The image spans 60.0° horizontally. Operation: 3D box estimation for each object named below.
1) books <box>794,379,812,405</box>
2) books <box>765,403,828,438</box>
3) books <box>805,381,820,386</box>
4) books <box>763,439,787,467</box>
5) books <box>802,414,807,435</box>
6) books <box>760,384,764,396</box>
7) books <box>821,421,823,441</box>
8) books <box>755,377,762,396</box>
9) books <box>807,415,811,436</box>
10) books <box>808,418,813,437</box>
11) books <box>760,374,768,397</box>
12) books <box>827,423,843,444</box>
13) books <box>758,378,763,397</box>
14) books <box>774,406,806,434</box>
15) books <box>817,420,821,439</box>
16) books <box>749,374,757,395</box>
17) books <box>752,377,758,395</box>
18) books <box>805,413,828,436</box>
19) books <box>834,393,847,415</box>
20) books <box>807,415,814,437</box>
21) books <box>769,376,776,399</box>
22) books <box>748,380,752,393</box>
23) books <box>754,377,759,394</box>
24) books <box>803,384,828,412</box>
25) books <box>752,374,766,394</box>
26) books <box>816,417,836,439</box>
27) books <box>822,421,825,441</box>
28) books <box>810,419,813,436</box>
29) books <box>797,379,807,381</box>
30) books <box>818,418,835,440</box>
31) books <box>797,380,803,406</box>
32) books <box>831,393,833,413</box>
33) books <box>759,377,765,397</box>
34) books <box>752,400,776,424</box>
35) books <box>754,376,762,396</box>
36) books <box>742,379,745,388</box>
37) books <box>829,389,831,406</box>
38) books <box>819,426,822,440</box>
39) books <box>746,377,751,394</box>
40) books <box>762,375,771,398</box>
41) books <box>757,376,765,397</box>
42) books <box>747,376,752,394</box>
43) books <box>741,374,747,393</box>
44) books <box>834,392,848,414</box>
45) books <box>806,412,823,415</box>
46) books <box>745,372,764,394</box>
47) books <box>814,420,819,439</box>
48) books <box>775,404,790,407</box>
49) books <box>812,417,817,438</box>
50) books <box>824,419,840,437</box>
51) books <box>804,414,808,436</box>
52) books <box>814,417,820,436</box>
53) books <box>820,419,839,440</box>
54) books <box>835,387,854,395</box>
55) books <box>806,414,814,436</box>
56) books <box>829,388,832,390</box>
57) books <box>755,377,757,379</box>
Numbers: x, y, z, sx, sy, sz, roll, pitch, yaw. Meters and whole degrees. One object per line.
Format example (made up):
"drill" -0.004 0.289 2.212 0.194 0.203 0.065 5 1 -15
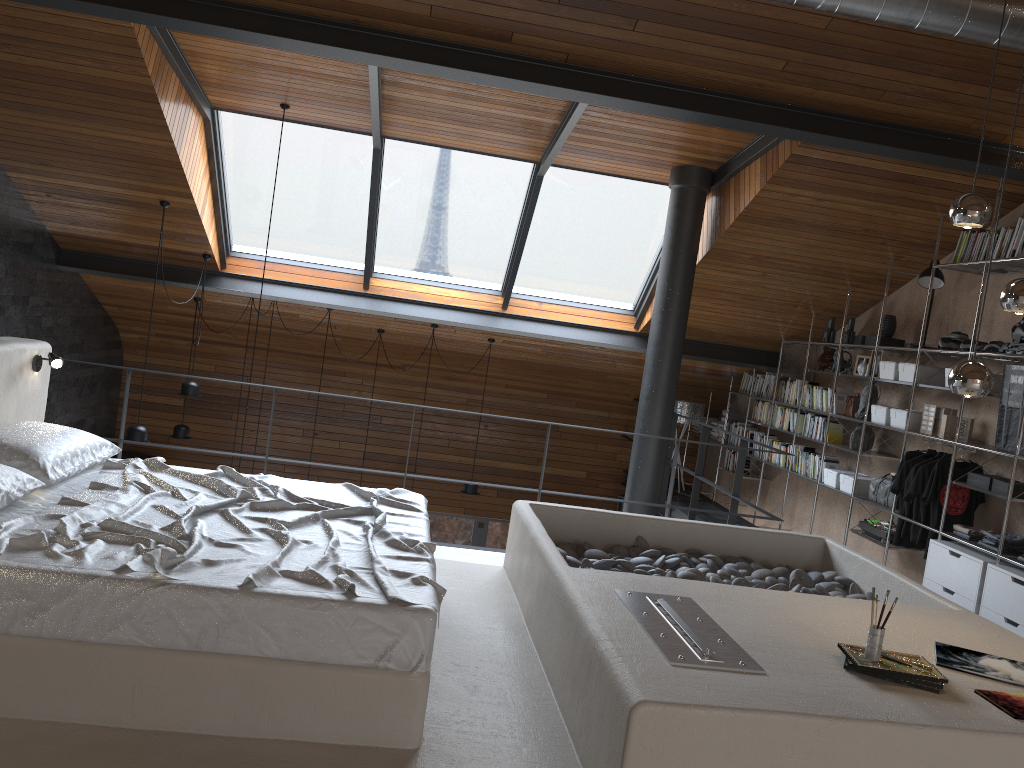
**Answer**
"books" 2.643 0.084 8.052 0.148 0.233 0.053 8 3 -7
"books" 2.611 0.331 8.206 0.138 0.212 1.041 8 3 -7
"books" 2.684 0.095 7.973 0.148 0.233 0.053 8 3 -7
"books" 2.526 0.650 8.372 0.139 0.211 0.467 8 3 -8
"books" 2.658 0.369 7.862 0.148 0.190 0.013 8 3 -7
"books" 2.564 0.035 8.862 0.117 0.218 0.073 8 3 -7
"books" 2.687 0.406 7.519 0.130 0.167 0.046 8 3 -7
"books" 2.548 0.032 8.974 0.131 0.202 0.068 8 3 -7
"books" 2.677 0.375 7.800 0.148 0.190 0.013 8 3 -7
"books" 2.664 0.388 7.744 0.130 0.169 0.010 8 3 -7
"books" 2.562 0.026 8.792 0.148 0.229 0.073 8 3 -7
"books" 2.706 0.415 7.433 0.129 0.165 0.056 8 3 -7
"books" 2.556 0.042 8.919 0.126 0.194 0.064 8 3 -7
"books" 2.593 0.335 8.182 0.139 0.208 0.494 8 3 -8
"books" 2.700 0.402 7.597 0.148 0.167 0.014 8 3 -8
"books" 2.542 0.016 9.110 0.161 0.220 0.074 8 3 -7
"books" 2.524 0.030 9.023 0.111 0.194 0.059 8 3 -7
"books" 2.693 0.367 7.825 0.191 0.207 0.012 8 3 -7
"books" 2.727 0.168 7.351 0.112 0.169 0.068 8 3 -7
"books" 2.680 0.378 7.771 0.160 0.187 0.021 8 3 -7
"books" 2.600 0.044 8.648 0.148 0.234 0.033 8 3 -7
"books" 2.520 0.021 9.159 0.127 0.197 0.063 8 3 -7
"books" 2.542 0.034 9.004 0.138 0.189 0.065 8 3 -7
"books" 2.684 0.126 7.703 0.139 0.206 0.497 8 3 -8
"books" 2.531 0.016 9.033 0.122 0.227 0.076 8 3 -7
"books" 2.699 0.386 7.613 0.146 0.195 0.023 8 3 -7
"books" 2.696 0.408 7.506 0.148 0.167 0.053 8 3 -7
"books" 2.678 0.389 7.732 0.146 0.171 0.018 8 3 -7
"books" 2.657 0.083 8.084 0.143 0.236 0.062 8 3 -8
"books" 2.698 0.391 7.582 0.148 0.190 0.013 8 3 -7
"books" 2.650 0.088 8.004 0.148 0.233 0.053 8 3 -7
"books" 2.725 0.167 7.410 0.119 0.166 0.072 8 3 -7
"books" 2.558 0.039 8.902 0.123 0.201 0.071 8 3 -7
"books" 2.522 0.281 8.828 0.130 0.216 0.311 8 3 -8
"books" 2.547 0.026 8.987 0.137 0.213 0.068 8 3 -7
"books" 2.506 0.010 9.371 0.131 0.178 0.057 8 3 -8
"books" 2.721 0.151 7.438 0.127 0.192 0.079 8 3 -7
"books" 2.692 0.415 7.557 0.128 0.143 0.009 8 3 -7
"books" 2.518 0.018 9.211 0.127 0.197 0.063 8 3 -7
"books" 2.568 0.029 8.746 0.148 0.229 0.073 8 3 -7
"books" 2.554 0.030 8.930 0.133 0.215 0.070 8 3 -7
"books" 2.512 0.019 9.169 0.127 0.197 0.063 8 3 -7
"books" 2.516 0.000 9.356 0.149 0.202 0.067 8 3 -8
"books" 2.732 0.165 7.363 0.117 0.176 0.074 8 3 -7
"books" 2.695 0.364 7.878 0.207 0.207 0.010 8 3 -7
"books" 2.525 -0.002 9.244 0.143 0.233 0.081 8 3 -8
"books" 2.682 0.400 7.632 0.143 0.161 0.019 8 3 -7
"books" 2.588 0.305 8.543 0.143 0.218 0.020 8 3 -7
"books" 2.678 0.383 7.659 0.148 0.190 0.013 8 3 -7
"books" 2.693 0.399 7.463 0.129 0.186 0.050 8 3 -7
"books" 2.677 0.374 7.837 0.169 0.189 0.018 8 3 -7
"books" 2.685 0.385 7.647 0.148 0.190 0.013 8 3 -7
"books" 2.701 0.394 7.546 0.129 0.188 0.010 8 3 -7
"books" 2.766 0.138 7.380 0.177 0.209 0.082 8 3 -8
"books" 2.699 0.371 7.814 0.192 0.204 0.012 8 3 -7
"books" 2.749 0.145 7.463 0.170 0.209 0.082 8 3 -8
"books" 2.523 0.027 9.078 0.111 0.194 0.059 8 3 -7
